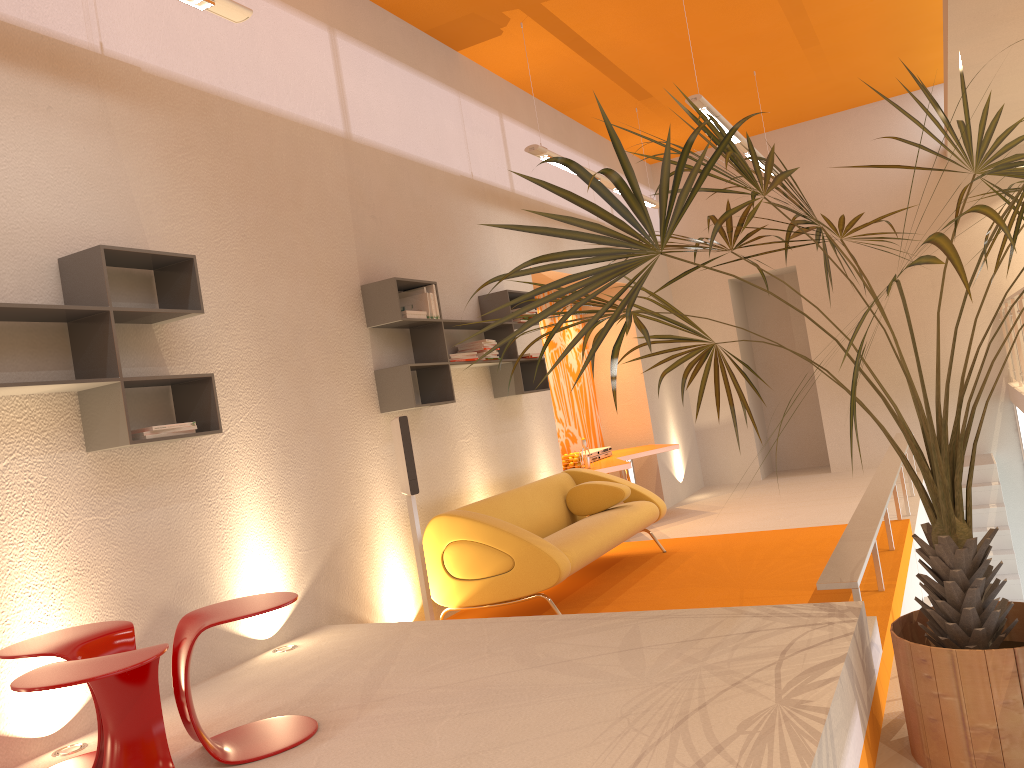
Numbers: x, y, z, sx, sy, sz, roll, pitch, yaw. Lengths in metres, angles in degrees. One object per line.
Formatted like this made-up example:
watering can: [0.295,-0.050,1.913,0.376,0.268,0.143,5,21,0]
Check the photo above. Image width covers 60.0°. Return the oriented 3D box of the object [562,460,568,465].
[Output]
object: [0.489,0.725,8.191,0.053,0.054,0.061,-10,-2,17]

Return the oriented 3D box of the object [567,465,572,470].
object: [0.532,0.772,8.195,0.050,0.055,0.061,-10,-2,17]

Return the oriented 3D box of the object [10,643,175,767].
object: [-1.125,0.993,2.456,0.391,0.450,0.420,-9,-2,-4]

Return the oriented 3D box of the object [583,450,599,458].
object: [0.698,0.715,8.802,0.262,0.049,0.349,-10,-2,26]

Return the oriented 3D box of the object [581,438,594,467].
object: [0.667,0.627,8.057,0.101,0.288,0.088,-9,-2,-4]

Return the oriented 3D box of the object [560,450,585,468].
object: [0.551,0.709,8.227,0.207,0.174,0.189,-10,-2,26]

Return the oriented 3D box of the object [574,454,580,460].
object: [0.600,0.676,8.183,0.053,0.051,0.063,-10,-2,17]

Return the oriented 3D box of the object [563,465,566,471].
object: [0.473,0.779,8.197,0.053,0.052,0.062,-10,-2,11]

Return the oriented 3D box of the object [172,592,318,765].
object: [-0.893,0.969,2.955,0.420,0.450,0.391,-8,-2,-34]

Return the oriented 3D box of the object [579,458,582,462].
object: [0.638,0.699,8.258,0.063,0.051,0.053,-10,-2,30]

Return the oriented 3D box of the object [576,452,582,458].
object: [0.622,0.661,8.232,0.052,0.060,0.057,-8,-2,-41]

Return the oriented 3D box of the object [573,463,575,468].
object: [0.571,0.757,8.238,0.057,0.060,0.052,-9,-2,-23]

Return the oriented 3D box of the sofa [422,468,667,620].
sofa: [0.315,1.028,6.043,0.929,0.706,2.081,-10,-2,26]

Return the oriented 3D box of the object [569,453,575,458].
object: [0.553,0.665,8.233,0.051,0.053,0.063,-8,-2,-27]

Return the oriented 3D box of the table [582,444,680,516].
table: [1.045,1.119,8.849,0.969,0.760,2.573,-10,-2,26]

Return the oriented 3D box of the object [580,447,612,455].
object: [0.854,0.699,9.120,0.262,0.049,0.349,-10,-2,26]

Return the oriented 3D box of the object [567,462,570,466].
object: [0.522,0.733,8.245,0.051,0.053,0.062,-9,-2,-21]

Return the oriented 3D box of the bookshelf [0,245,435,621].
bookshelf: [-1.447,0.523,3.622,0.322,2.145,3.370,-10,-2,28]

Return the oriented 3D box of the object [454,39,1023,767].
object: [1.265,-0.017,2.859,3.098,2.600,3.241,-10,-2,34]

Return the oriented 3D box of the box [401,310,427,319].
box: [-0.687,-0.409,5.515,0.232,0.047,0.232,-10,-2,26]

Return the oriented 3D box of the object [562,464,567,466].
object: [0.493,0.741,8.250,0.051,0.055,0.061,-11,-2,40]

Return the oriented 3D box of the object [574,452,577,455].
object: [0.594,0.663,8.277,0.063,0.051,0.053,-10,-2,19]

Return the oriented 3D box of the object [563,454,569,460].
object: [0.498,0.674,8.181,0.050,0.060,0.059,-8,-2,-29]

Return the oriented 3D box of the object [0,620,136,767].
object: [-1.425,1.055,2.912,0.420,0.450,0.391,-10,-2,26]

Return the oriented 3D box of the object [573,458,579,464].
object: [0.586,0.706,8.145,0.053,0.055,0.060,-10,-2,14]

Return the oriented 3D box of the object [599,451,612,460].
object: [0.857,0.748,9.121,0.250,0.049,0.349,-10,-2,26]

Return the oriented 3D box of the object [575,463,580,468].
object: [0.602,0.755,8.151,0.053,0.053,0.061,-10,-2,16]

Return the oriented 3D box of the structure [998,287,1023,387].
structure: [3.192,-0.220,4.990,0.195,0.900,11.050,-10,-2,26]

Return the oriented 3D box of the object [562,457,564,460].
object: [0.488,0.691,8.246,0.051,0.053,0.063,-9,-2,-16]

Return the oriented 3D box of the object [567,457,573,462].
object: [0.538,0.698,8.194,0.055,0.051,0.061,-8,-2,-34]

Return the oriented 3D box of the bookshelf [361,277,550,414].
bookshelf: [-0.310,-0.275,6.235,0.252,0.790,2.000,-10,-2,26]

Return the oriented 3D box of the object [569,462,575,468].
object: [0.549,0.744,8.159,0.052,0.053,0.062,-9,-2,8]

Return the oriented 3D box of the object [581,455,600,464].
object: [0.706,0.763,8.800,0.262,0.049,0.349,-10,-2,26]

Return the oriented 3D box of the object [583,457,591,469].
object: [0.683,0.716,8.040,0.060,0.106,0.060,-8,-2,-32]

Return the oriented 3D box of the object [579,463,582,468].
object: [0.622,0.754,8.207,0.061,0.053,0.053,-10,-2,14]
